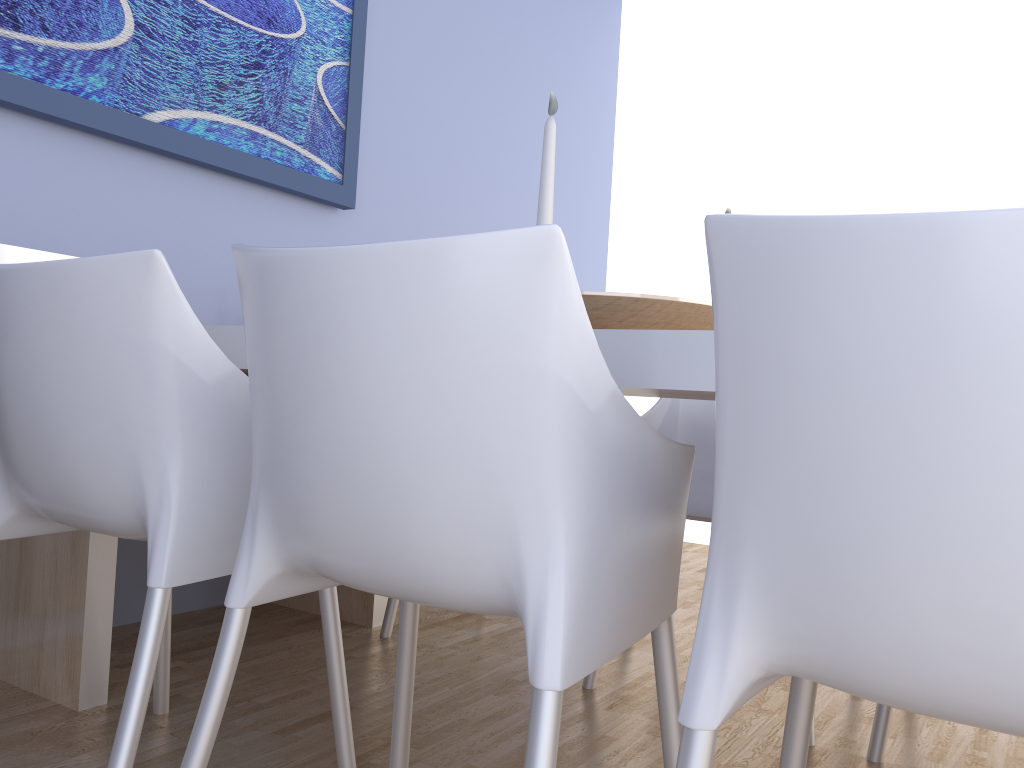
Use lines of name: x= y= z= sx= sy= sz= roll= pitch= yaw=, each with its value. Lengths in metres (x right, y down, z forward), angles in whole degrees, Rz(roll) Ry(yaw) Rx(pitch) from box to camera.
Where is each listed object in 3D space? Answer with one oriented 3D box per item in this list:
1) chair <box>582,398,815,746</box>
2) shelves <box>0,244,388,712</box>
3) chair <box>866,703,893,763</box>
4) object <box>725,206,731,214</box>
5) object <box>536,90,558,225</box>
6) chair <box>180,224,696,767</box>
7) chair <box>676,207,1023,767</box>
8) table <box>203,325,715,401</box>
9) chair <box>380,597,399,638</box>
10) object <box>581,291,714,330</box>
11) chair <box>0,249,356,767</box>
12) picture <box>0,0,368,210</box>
chair: x=0.517 y=0.297 z=2.037 sx=0.510 sy=0.793 sz=0.486 roll=3 pitch=-1 yaw=33
shelves: x=-0.888 y=0.189 z=1.925 sx=0.463 sy=0.840 sz=3.901 roll=3 pitch=-1 yaw=32
chair: x=1.020 y=0.322 z=1.719 sx=0.510 sy=0.793 sz=0.486 roll=3 pitch=-1 yaw=32
object: x=0.451 y=-0.207 z=1.885 sx=0.045 sy=0.349 sz=0.045 roll=3 pitch=-1 yaw=32
object: x=0.047 y=-0.240 z=1.242 sx=0.045 sy=0.349 sz=0.045 roll=4 pitch=-1 yaw=-16
chair: x=-0.075 y=0.248 z=1.055 sx=0.510 sy=0.793 sz=0.486 roll=3 pitch=-1 yaw=32
chair: x=0.411 y=0.272 z=0.749 sx=0.510 sy=0.793 sz=0.486 roll=3 pitch=-1 yaw=32
table: x=0.047 y=0.301 z=1.652 sx=2.340 sy=0.718 sz=1.002 roll=3 pitch=-1 yaw=32
chair: x=0.021 y=0.273 z=2.350 sx=0.510 sy=0.793 sz=0.486 roll=3 pitch=-1 yaw=32
object: x=0.162 y=-0.097 z=1.607 sx=0.493 sy=0.081 sz=0.493 roll=4 pitch=-1 yaw=-39
chair: x=-0.560 y=0.224 z=1.361 sx=0.510 sy=0.793 sz=0.486 roll=3 pitch=-1 yaw=32
picture: x=-0.819 y=-1.028 z=2.278 sx=0.049 sy=0.901 sz=1.252 roll=3 pitch=-1 yaw=32
